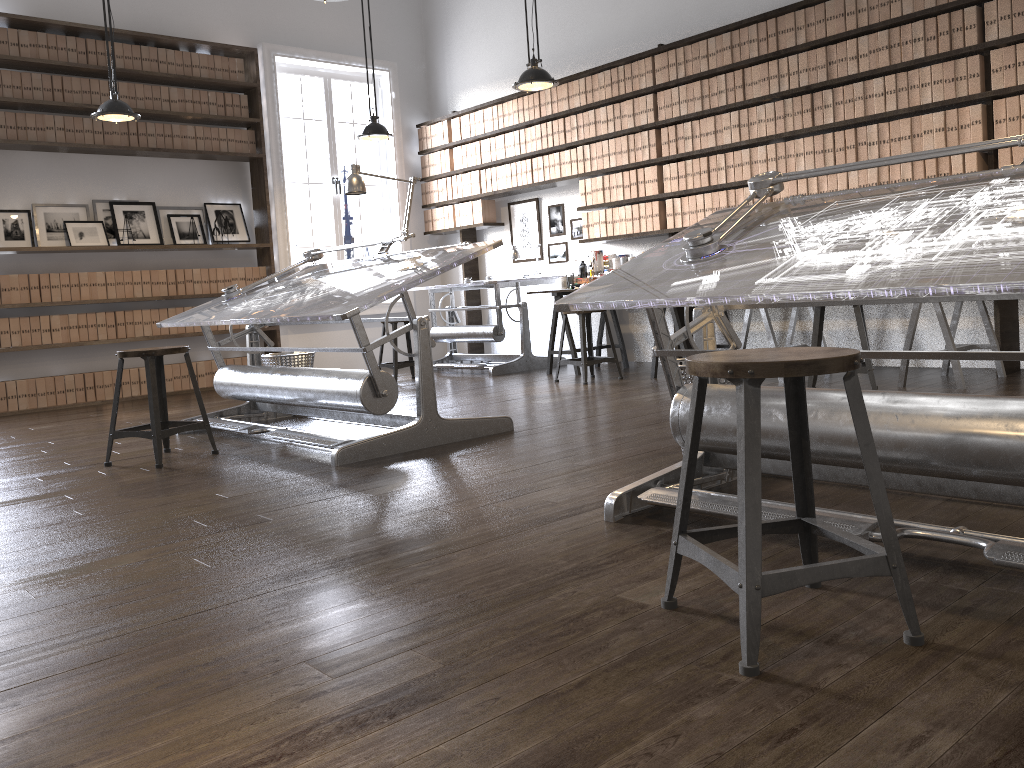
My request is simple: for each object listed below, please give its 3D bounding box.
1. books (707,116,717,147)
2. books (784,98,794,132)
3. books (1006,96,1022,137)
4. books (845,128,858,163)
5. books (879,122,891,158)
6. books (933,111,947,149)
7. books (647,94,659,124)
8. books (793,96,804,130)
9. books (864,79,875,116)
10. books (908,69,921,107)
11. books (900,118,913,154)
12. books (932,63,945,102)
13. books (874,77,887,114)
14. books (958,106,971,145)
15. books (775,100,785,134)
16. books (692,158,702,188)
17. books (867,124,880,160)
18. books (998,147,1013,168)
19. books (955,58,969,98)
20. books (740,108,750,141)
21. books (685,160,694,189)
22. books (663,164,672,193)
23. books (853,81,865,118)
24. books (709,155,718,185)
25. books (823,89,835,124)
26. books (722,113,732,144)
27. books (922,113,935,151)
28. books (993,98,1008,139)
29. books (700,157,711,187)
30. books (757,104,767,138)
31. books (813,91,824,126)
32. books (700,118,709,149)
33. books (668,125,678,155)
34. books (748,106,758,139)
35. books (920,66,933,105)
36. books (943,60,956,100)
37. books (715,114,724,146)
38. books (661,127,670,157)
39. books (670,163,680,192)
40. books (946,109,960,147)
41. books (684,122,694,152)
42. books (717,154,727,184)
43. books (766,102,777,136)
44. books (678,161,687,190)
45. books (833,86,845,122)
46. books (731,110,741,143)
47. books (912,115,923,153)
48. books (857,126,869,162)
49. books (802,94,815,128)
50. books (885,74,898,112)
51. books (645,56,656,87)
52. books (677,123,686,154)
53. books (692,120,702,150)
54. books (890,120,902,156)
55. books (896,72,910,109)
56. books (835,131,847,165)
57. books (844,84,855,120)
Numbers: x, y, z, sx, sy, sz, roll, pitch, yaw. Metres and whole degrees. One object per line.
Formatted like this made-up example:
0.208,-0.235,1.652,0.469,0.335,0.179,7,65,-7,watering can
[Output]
1.505,-1.825,6.447,0.175,0.225,0.067,-7,5,-41,books
1.917,-1.805,5.984,0.175,0.225,0.067,-7,5,-41,books
2.843,-1.489,4.965,0.175,0.225,0.067,-7,5,-41,books
2.213,-1.515,5.676,0.175,0.225,0.067,-7,5,-41,books
2.360,-1.508,5.517,0.175,0.225,0.067,-7,5,-41,books
2.578,-1.496,5.262,0.175,0.225,0.067,-7,5,-41,books
1.127,-2.117,6.843,0.175,0.225,0.067,-7,5,-41,books
1.962,-1.803,5.936,0.175,0.225,0.067,-7,5,-41,books
2.288,-1.786,5.562,0.175,0.225,0.067,-7,5,-41,books
2.472,-1.777,5.357,0.175,0.225,0.067,-7,5,-41,books
2.447,-1.502,5.409,0.175,0.225,0.067,-7,5,-41,books
2.560,-1.771,5.245,0.175,0.225,0.067,-7,5,-41,books
2.328,-1.784,5.514,0.175,0.225,0.067,-7,5,-41,books
2.674,-1.492,5.161,0.175,0.225,0.067,-7,5,-41,books
1.872,-1.806,6.028,0.175,0.225,0.067,-7,5,-41,books
1.426,-1.555,6.581,0.175,0.225,0.067,-7,5,-41,books
2.310,-1.510,5.567,0.175,0.225,0.067,-7,5,-41,books
2.828,-1.218,5.019,0.175,0.225,0.067,-7,5,-41,books
2.649,-1.768,5.151,0.175,0.225,0.067,-7,5,-41,books
1.688,-1.816,6.245,0.175,0.225,0.067,-7,5,-41,books
1.381,-1.557,6.628,0.175,0.225,0.067,-7,5,-41,books
1.243,-1.564,6.784,0.175,0.225,0.067,-7,5,-41,books
2.240,-1.788,5.609,0.175,0.225,0.067,-7,5,-41,books
1.524,-1.550,6.469,0.175,0.225,0.067,-7,5,-41,books
2.104,-1.795,5.768,0.175,0.225,0.067,-7,5,-41,books
1.592,-1.821,6.351,0.175,0.225,0.067,-7,5,-41,books
2.535,-1.499,5.314,0.175,0.225,0.067,-7,5,-41,books
2.799,-1.492,5.019,0.175,0.225,0.067,-7,5,-41,books
1.470,-1.552,6.521,0.175,0.225,0.067,-7,5,-41,books
1.779,-1.812,6.139,0.175,0.225,0.067,-7,5,-41,books
2.060,-1.798,5.824,0.175,0.225,0.067,-7,5,-41,books
1.464,-1.828,6.501,0.175,0.225,0.067,-7,5,-41,books
1.271,-1.837,6.714,0.175,0.225,0.067,-7,5,-41,books
1.736,-1.814,6.194,0.175,0.225,0.067,-7,5,-41,books
2.515,-1.774,5.302,0.175,0.225,0.067,-7,5,-41,books
2.604,-1.769,5.195,0.175,0.225,0.067,-7,5,-41,books
1.552,-1.823,6.400,0.175,0.225,0.067,-7,5,-41,books
1.226,-1.840,6.773,0.175,0.225,0.067,-7,5,-41,books
1.288,-1.561,6.727,0.175,0.225,0.067,-7,5,-41,books
2.627,-1.494,5.212,0.175,0.225,0.067,-7,5,-41,books
1.368,-1.832,6.605,0.175,0.225,0.067,-7,5,-41,books
1.568,-1.547,6.412,0.175,0.225,0.067,-7,5,-41,books
1.824,-1.809,6.083,0.175,0.225,0.067,-7,5,-41,books
1.335,-1.559,6.673,0.175,0.225,0.067,-7,5,-41,books
2.154,-1.793,5.717,0.175,0.225,0.067,-7,5,-41,books
1.639,-1.818,6.296,0.175,0.225,0.067,-7,5,-41,books
2.495,-1.501,5.362,0.175,0.225,0.067,-7,5,-41,books
2.267,-1.513,5.624,0.175,0.225,0.067,-7,5,-41,books
2.007,-1.800,5.877,0.175,0.225,0.067,-7,5,-41,books
2.375,-1.781,5.458,0.175,0.225,0.067,-7,5,-41,books
1.112,-2.392,6.823,0.175,0.225,0.067,-7,5,-41,books
1.324,-1.835,6.661,0.175,0.225,0.067,-7,5,-41,books
1.418,-1.830,6.554,0.175,0.225,0.067,-7,5,-41,books
2.407,-1.505,5.463,0.175,0.225,0.067,-7,5,-41,books
2.424,-1.779,5.408,0.175,0.225,0.067,-7,5,-41,books
2.169,-1.518,5.736,0.175,0.225,0.067,-7,5,-41,books
2.200,-1.791,5.664,0.175,0.225,0.067,-7,5,-41,books
